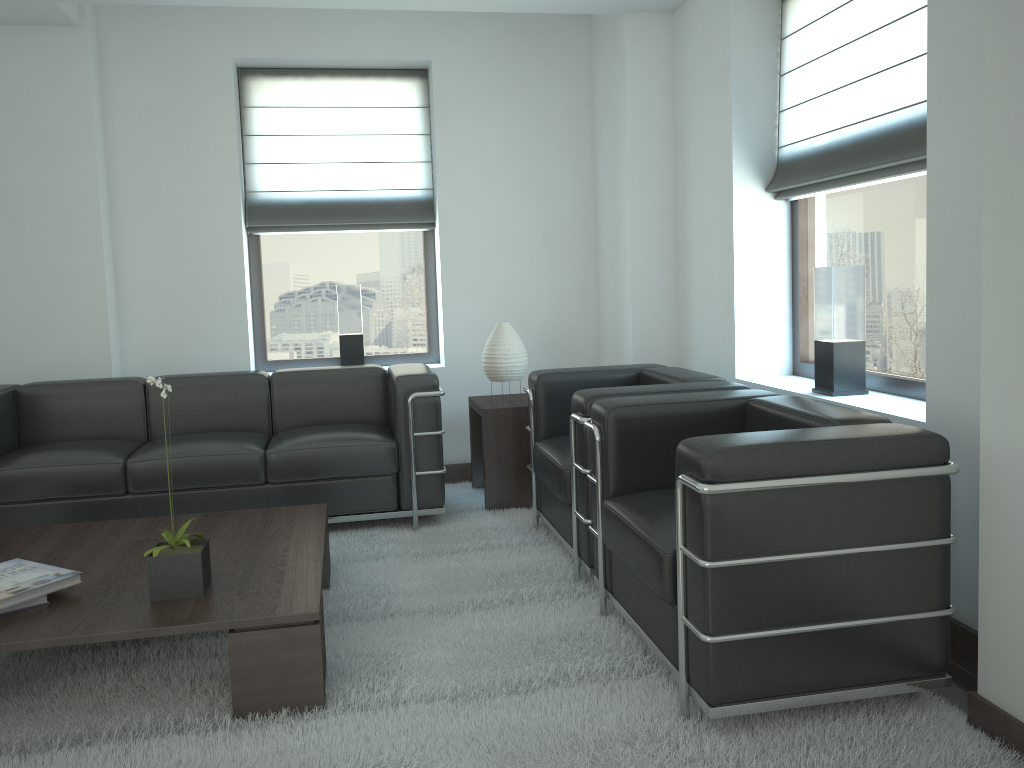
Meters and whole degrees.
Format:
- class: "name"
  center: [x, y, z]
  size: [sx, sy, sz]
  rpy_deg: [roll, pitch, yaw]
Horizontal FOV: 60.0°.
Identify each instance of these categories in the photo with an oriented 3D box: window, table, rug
- class: "window"
  center: [-1.583, -1.515, 8.257]
  size: [1.701, 2.725, 0.146]
  rpy_deg: [-3, 5, -11]
- class: "table"
  center: [-1.933, 1.130, 4.515]
  size: [1.936, 0.440, 1.926]
  rpy_deg: [-3, 7, -11]
- class: "window"
  center: [2.275, -1.312, 5.339]
  size: [0.146, 2.724, 2.138]
  rpy_deg: [-3, 6, -10]
- class: "table"
  center: [-0.026, 0.554, 7.250]
  size: [0.526, 0.843, 0.788]
  rpy_deg: [-3, 6, -11]
- class: "rug"
  center: [-1.657, 1.253, 5.010]
  size: [6.254, 0.110, 5.183]
  rpy_deg: [-3, 7, -11]

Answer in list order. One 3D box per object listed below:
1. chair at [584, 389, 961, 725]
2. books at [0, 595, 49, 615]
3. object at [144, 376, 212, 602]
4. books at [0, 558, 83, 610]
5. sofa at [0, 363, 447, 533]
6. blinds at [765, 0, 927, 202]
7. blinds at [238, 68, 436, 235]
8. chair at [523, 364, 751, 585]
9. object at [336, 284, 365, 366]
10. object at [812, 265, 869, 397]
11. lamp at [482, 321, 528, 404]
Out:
- class: "chair"
  center: [1.066, 0.702, 4.157]
  size: [1.124, 1.167, 1.650]
  rpy_deg: [-3, 6, -11]
- class: "books"
  center: [-2.400, 0.961, 4.008]
  size: [0.447, 0.045, 0.519]
  rpy_deg: [-7, 9, -39]
- class: "object"
  center: [-1.545, 0.453, 4.035]
  size: [0.252, 0.989, 0.336]
  rpy_deg: [-3, 5, -11]
- class: "books"
  center: [-2.314, 0.910, 4.026]
  size: [0.518, 0.045, 0.447]
  rpy_deg: [2, 8, 30]
- class: "sofa"
  center: [-2.261, 0.538, 6.584]
  size: [3.477, 1.167, 1.126]
  rpy_deg: [-3, 6, -11]
- class: "blinds"
  center: [2.088, -1.926, 5.253]
  size: [0.222, 1.472, 2.129]
  rpy_deg: [-3, 6, -11]
- class: "blinds"
  center: [-1.569, -2.121, 8.049]
  size: [1.687, 1.472, 0.223]
  rpy_deg: [-3, 5, -11]
- class: "chair"
  center: [0.758, 0.521, 5.808]
  size: [1.124, 1.167, 1.650]
  rpy_deg: [-3, 6, -11]
- class: "object"
  center: [-1.477, -0.520, 8.112]
  size: [0.239, 0.774, 0.244]
  rpy_deg: [-3, 5, -11]
- class: "object"
  center: [1.997, -0.328, 5.403]
  size: [0.239, 0.774, 0.244]
  rpy_deg: [-3, 5, -11]
- class: "lamp"
  center: [-0.057, -0.180, 7.126]
  size: [0.374, 0.653, 0.376]
  rpy_deg: [0, 6, 19]
